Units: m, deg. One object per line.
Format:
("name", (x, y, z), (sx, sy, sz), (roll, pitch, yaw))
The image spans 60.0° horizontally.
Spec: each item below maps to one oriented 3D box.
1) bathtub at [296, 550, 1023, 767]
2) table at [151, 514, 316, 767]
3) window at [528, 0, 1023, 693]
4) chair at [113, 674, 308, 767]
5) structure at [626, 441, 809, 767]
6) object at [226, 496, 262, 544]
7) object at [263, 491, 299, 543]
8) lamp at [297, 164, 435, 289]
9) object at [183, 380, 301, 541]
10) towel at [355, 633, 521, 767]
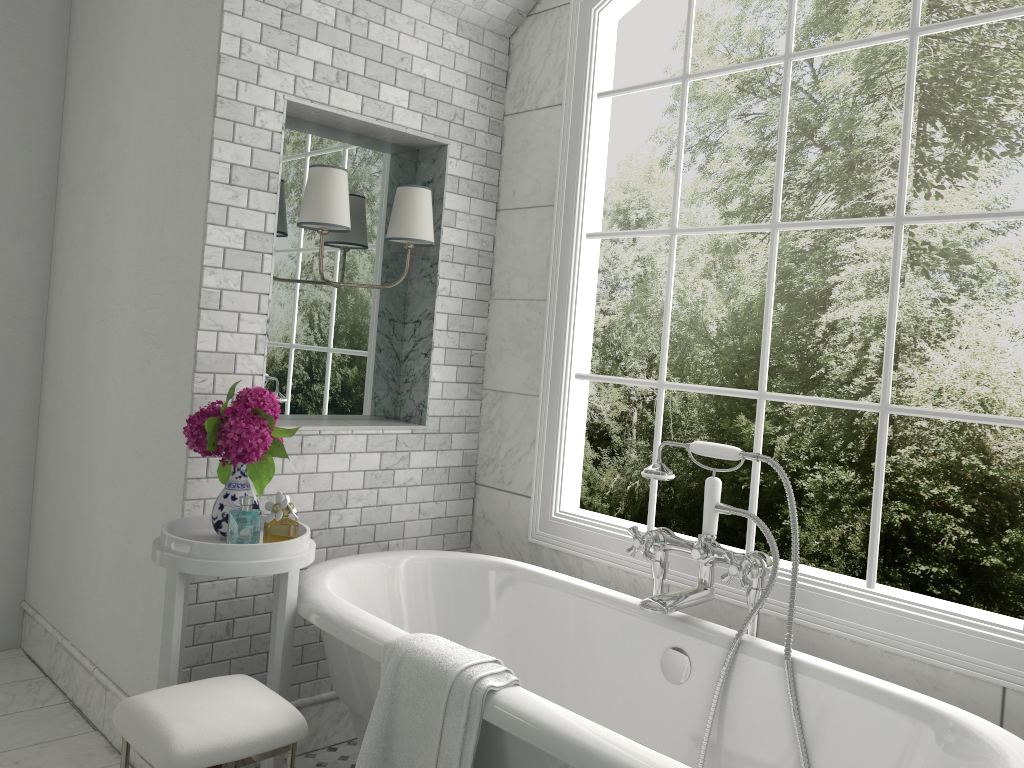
("bathtub", (0.190, 1.036, 2.257), (0.940, 0.758, 2.169), (3, 2, -43))
("table", (-0.828, 0.868, 2.557), (0.450, 0.906, 0.449), (5, 0, 9))
("window", (0.819, -0.483, 2.733), (0.118, 2.323, 1.834), (5, 1, -43))
("chair", (-0.741, 1.047, 2.124), (0.366, 0.602, 0.372), (4, 1, -43))
("structure", (0.537, 0.821, 2.434), (0.340, 1.285, 0.780), (4, 1, -33))
("object", (-0.742, 0.390, 2.457), (0.085, 0.154, 0.059), (4, 0, -23))
("object", (-0.646, 0.389, 2.493), (0.097, 0.168, 0.085), (4, 1, -23))
("lamp", (-0.551, -0.545, 3.197), (0.547, 0.383, 0.309), (3, 2, -43))
("object", (-0.806, 0.219, 2.618), (0.295, 0.471, 0.333), (4, 1, -41))
("towel", (-0.141, 0.835, 2.050), (0.452, 0.463, 0.375), (3, 1, -41))
